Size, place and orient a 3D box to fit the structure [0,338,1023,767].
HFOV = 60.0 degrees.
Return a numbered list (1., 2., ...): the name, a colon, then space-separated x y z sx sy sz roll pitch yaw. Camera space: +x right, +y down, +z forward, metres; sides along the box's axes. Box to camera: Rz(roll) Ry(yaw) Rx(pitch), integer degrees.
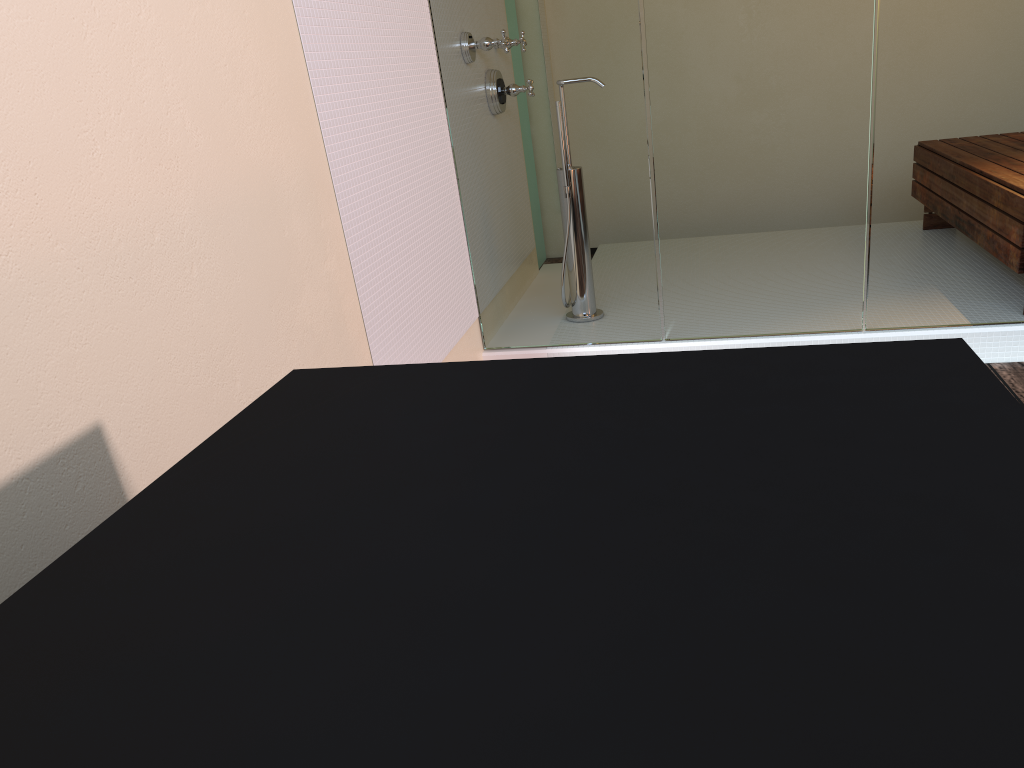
1. structure: 0.076 0.524 0.849 0.801 0.873 0.857 -2 23 13
